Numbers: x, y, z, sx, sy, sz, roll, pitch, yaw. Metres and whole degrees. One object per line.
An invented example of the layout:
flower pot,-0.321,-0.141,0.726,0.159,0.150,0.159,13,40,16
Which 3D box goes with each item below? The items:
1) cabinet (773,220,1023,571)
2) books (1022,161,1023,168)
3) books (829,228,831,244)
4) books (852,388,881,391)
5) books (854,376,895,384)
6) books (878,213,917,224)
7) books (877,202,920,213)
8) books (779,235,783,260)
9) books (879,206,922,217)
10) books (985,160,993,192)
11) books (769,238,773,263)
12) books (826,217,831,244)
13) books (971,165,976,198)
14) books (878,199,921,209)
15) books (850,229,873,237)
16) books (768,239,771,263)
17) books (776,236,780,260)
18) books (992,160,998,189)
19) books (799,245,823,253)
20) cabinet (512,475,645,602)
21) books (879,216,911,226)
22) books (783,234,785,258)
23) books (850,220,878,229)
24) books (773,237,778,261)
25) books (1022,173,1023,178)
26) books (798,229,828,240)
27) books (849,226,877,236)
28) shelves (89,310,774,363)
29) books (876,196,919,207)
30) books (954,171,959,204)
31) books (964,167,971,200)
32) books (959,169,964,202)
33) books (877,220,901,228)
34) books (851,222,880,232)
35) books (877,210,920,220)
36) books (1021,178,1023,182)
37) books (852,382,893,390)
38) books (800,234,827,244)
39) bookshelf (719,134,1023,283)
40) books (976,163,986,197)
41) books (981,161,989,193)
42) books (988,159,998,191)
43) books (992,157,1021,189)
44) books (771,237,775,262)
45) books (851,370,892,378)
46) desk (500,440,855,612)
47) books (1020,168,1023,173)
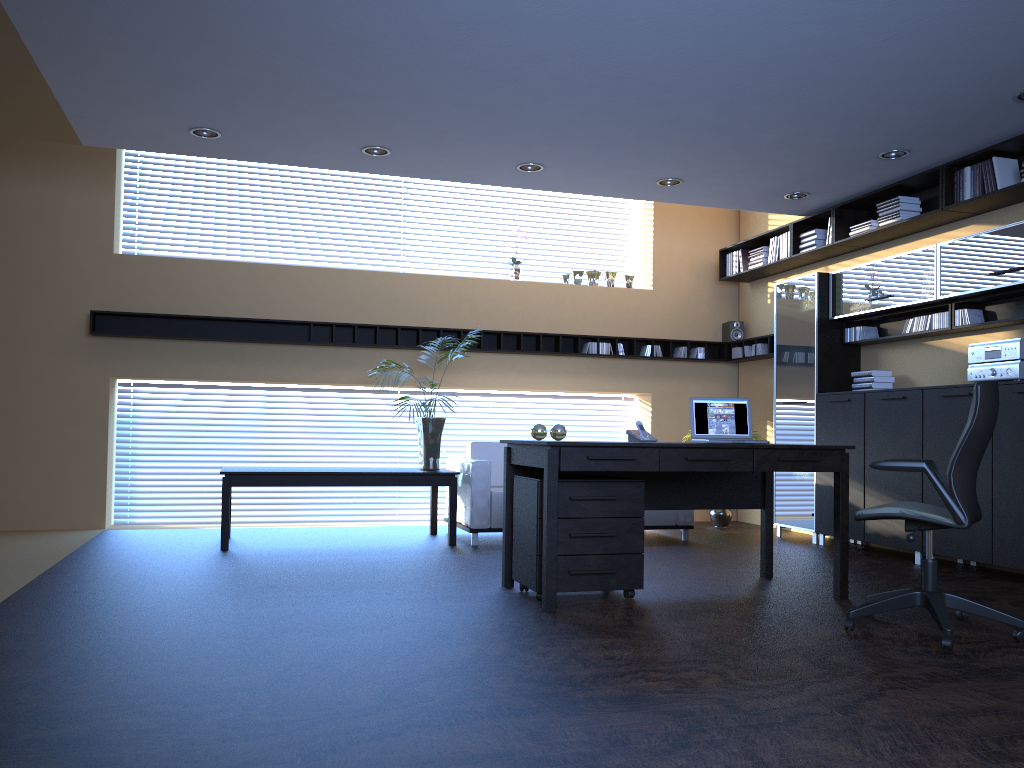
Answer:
cabinet,3.251,0.150,6.623,0.490,2.397,3.879,1,-3,-17
books,3.563,-1.481,5.862,0.207,0.050,0.258,2,-3,-17
books,2.949,-1.363,7.959,0.207,0.259,0.075,2,-2,-17
books,3.045,0.069,7.492,0.207,0.050,0.258,2,-3,-16
books,3.061,-0.032,7.497,0.207,0.050,0.258,2,-3,-16
books,3.160,-1.343,7.238,0.207,0.028,0.258,2,-3,-17
books,3.155,-1.430,7.241,0.207,0.028,0.258,2,-3,-17
books,2.722,-1.325,8.693,0.207,0.258,0.050,2,-2,-16
books,3.168,-1.401,7.233,0.207,0.028,0.258,2,-3,-17
books,3.450,-1.450,6.267,0.207,0.259,0.075,2,-2,-16
books,2.670,-1.317,8.844,0.207,0.259,0.075,2,-2,-17
books,2.935,-1.361,7.988,0.207,0.259,0.075,2,-2,-17
books,3.413,-1.443,6.410,0.207,0.258,0.050,2,-2,-17
books,3.156,-1.458,7.230,0.207,0.028,0.258,2,-3,-17
books,3.049,-1.270,7.550,0.207,0.028,0.258,2,-3,-16
books,2.667,-1.315,8.877,0.207,0.259,0.075,2,-2,-17
books,2.712,-1.321,8.757,0.207,0.259,0.075,2,-2,-17
books,3.477,-1.452,6.219,0.207,0.257,0.072,2,-2,-16
books,2.845,-1.242,8.268,0.207,0.050,0.258,2,-3,-17
cabinet,0.382,0.882,5.132,0.634,0.679,0.500,2,-2,-17
books,3.167,-1.316,7.219,0.207,0.028,0.258,2,-3,-16
books,2.736,-1.327,8.643,0.207,0.258,0.050,2,-2,-17
books,3.059,-1.354,7.576,0.207,0.028,0.258,2,-3,-17
books,2.689,-1.320,8.783,0.207,0.259,0.075,2,-2,-17
books,3.567,-1.408,5.871,0.207,0.031,0.258,2,-3,-16
books,2.843,-1.394,8.292,0.207,0.050,0.258,2,-3,-17
books,3.049,-1.298,7.562,0.207,0.028,0.258,2,-3,-16
shelves,-0.482,-0.472,8.469,6.623,0.213,1.250,2,-3,-17
books,3.154,-1.486,7.252,0.207,0.028,0.258,2,-3,-17
books,3.367,-1.435,6.559,0.207,0.258,0.050,2,-2,-16
books,3.391,-1.440,6.458,0.207,0.258,0.050,2,-2,-16
books,3.381,-1.437,6.510,0.207,0.258,0.050,2,-2,-16
books,3.151,-1.287,7.236,0.207,0.028,0.258,2,-3,-17
books,3.059,-1.327,7.553,0.207,0.028,0.258,2,-3,-17
books,3.167,-1.370,7.264,0.207,0.028,0.258,2,-3,-17
books,3.570,-1.365,5.882,0.207,0.050,0.258,2,-3,-17
books,3.048,0.019,7.505,0.207,0.050,0.258,2,-3,-16
books,2.852,-1.344,8.271,0.207,0.050,0.258,2,-3,-17
bookshelf,3.165,-1.417,7.271,0.361,0.340,5.129,2,-3,-17
books,3.425,-1.445,6.360,0.207,0.258,0.050,2,-2,-16
books,3.442,-1.448,6.297,0.207,0.259,0.075,2,-2,-16
books,3.455,-1.450,6.235,0.207,0.257,0.072,2,-2,-16
books,3.459,-1.454,6.189,0.207,0.257,0.072,2,-2,-17
books,2.678,-1.319,8.813,0.207,0.259,0.075,2,-2,-16
books,3.045,-0.083,7.516,0.207,0.050,0.258,2,-3,-17
desk,0.956,0.796,5.291,1.895,0.890,0.914,2,-3,-17
books,3.564,-1.439,5.883,0.207,0.031,0.258,2,-3,-17
